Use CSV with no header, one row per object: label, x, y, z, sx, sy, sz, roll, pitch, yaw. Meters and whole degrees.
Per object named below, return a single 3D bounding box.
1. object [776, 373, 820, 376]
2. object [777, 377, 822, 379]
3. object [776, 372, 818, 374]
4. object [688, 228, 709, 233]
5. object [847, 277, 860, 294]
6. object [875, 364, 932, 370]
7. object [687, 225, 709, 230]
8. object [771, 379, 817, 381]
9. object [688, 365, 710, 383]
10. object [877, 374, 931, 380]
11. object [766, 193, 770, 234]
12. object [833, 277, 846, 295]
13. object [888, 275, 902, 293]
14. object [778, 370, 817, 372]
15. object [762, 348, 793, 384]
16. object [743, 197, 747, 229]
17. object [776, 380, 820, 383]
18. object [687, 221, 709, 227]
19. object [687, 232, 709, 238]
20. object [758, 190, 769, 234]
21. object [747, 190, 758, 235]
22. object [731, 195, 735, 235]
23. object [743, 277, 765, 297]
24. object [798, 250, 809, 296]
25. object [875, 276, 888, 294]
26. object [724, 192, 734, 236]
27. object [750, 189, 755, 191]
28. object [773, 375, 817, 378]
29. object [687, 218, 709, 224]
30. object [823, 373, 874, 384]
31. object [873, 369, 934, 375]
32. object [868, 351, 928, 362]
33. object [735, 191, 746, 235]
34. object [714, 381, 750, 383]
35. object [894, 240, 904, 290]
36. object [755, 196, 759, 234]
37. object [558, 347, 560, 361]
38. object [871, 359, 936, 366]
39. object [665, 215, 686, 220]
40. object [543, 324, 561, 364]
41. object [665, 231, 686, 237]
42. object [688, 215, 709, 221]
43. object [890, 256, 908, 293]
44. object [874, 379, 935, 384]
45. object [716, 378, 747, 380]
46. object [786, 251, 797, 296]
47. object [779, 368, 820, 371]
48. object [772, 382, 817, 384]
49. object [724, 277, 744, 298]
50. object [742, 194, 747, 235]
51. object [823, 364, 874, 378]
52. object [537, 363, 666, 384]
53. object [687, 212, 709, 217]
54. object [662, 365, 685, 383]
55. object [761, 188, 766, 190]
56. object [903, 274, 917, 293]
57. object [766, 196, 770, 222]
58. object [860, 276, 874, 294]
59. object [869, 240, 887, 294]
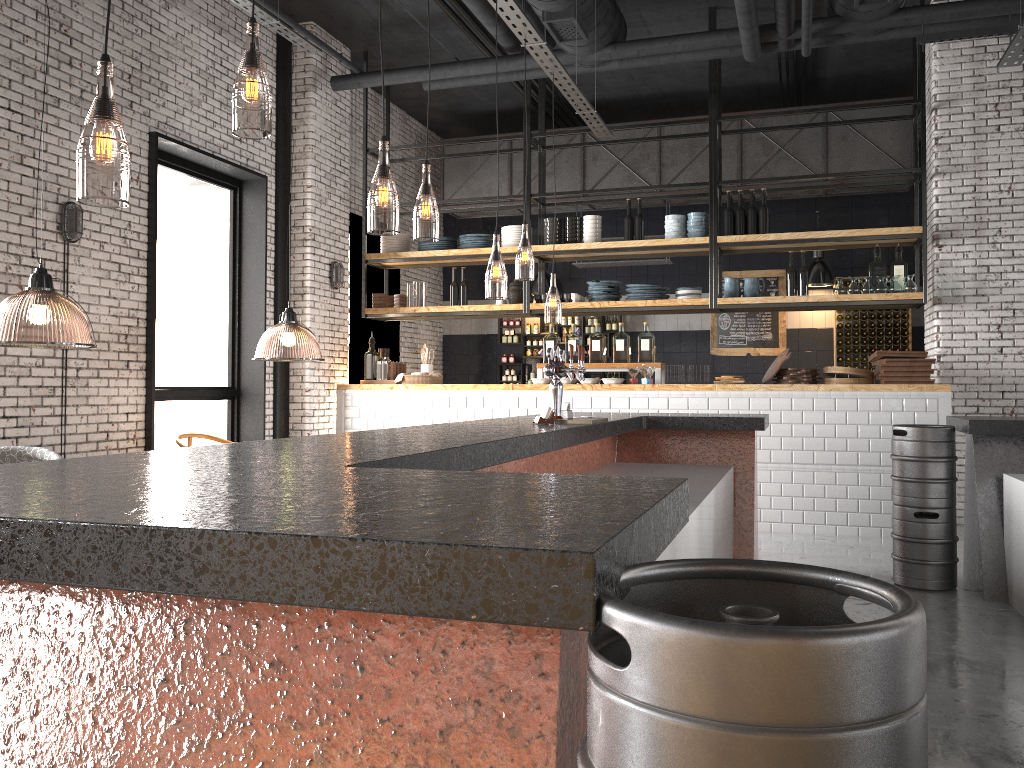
object,2.635,-0.085,8.253,0.458,0.019,0.406,0,0,-29
object,2.646,-0.053,8.252,0.458,0.019,0.406,0,0,-13
object,2.661,-0.101,8.246,0.407,0.019,0.458,0,0,-30
object,1.876,-1.505,8.909,0.218,0.093,0.218,0,-1,1
object,3.209,-0.919,8.334,0.118,0.181,0.118,1,-1,-23
object,3.490,-0.150,7.926,0.405,0.044,0.635,0,0,19
object,1.867,-1.537,8.910,0.218,0.092,0.218,0,-1,8
object,2.653,-0.036,8.249,0.406,0.019,0.458,0,0,-44
object,1.799,-0.098,8.545,0.181,0.168,0.170,0,-1,-2
object,3.489,-0.061,7.924,0.405,0.044,0.635,0,0,21
object,2.490,-1.657,8.753,0.098,0.458,0.098,0,-1,-4
object,3.099,-0.919,8.389,0.118,0.181,0.118,1,-1,-18
object,3.563,-0.919,8.243,0.118,0.181,0.118,0,-1,2
object,2.656,-0.117,8.250,0.406,0.019,0.458,0,0,-39
object,2.450,-0.162,8.204,0.242,0.338,0.488,0,-1,4
object,2.323,-1.656,8.949,0.098,0.458,0.098,-1,-2,40
object,2.671,-0.020,8.235,0.407,0.019,0.458,0,0,-10
object,1.868,-1.569,8.914,0.218,0.092,0.218,0,-1,-36
object,1.871,-1.472,8.908,0.218,0.085,0.218,0,0,-13
object,2.449,-1.658,8.624,0.098,0.458,0.098,0,-1,-4
object,2.346,-1.658,8.658,0.098,0.458,0.098,0,-1,-4
object,2.179,-1.657,8.854,0.098,0.458,0.098,-1,-2,40
object,2.372,-0.942,8.743,0.166,0.230,0.198,0,-1,-11
object,2.833,-1.062,8.628,0.098,0.471,0.098,-1,-2,25
object,3.442,-0.919,8.263,0.118,0.181,0.118,0,-1,-6
object,2.137,-1.658,8.725,0.098,0.458,0.098,-1,-2,40
object,2.347,-1.884,8.663,0.046,0.031,0.046,0,-1,-4
object,2.617,-0.069,8.246,0.407,0.019,0.458,0,0,32
object,1.869,-1.601,8.916,0.218,0.092,0.218,0,-1,-31
object,3.059,-0.044,8.074,0.437,0.097,0.437,0,-1,43
object,3.490,-0.106,7.925,0.405,0.044,0.635,0,0,15
object,3.421,-0.240,7.884,0.406,0.094,0.636,0,0,15
object,2.240,-1.658,8.692,0.098,0.458,0.098,-1,-2,40
object,2.095,-0.021,8.397,0.276,0.019,0.513,0,0,23
object,3.660,-1.101,8.390,0.140,0.550,0.096,0,-2,22
object,2.430,-1.656,8.915,0.098,0.458,0.098,0,-1,-4
object,0.481,-0.288,8.957,0.032,0.164,0.080,0,-1,-11
object,3.490,-0.194,7.927,0.405,0.044,0.635,0,0,12
object,1.661,-1.674,9.006,0.210,0.074,0.210,0,0,23
object,0.410,-0.408,9.068,0.154,0.404,0.154,0,-1,18
object,1.659,-1.501,9.004,0.210,0.069,0.210,0,0,-16
object,1.878,-1.634,8.912,0.218,0.096,0.218,0,-1,2
object,3.661,-1.025,8.392,0.157,0.406,0.105,0,-2,22
object,3.489,-0.017,7.923,0.405,0.044,0.635,0,0,14
object,2.096,-0.047,8.393,0.230,0.016,0.556,0,0,24
object,2.731,-1.062,8.662,0.098,0.471,0.098,0,-1,6
object,2.638,-0.133,8.255,0.458,0.019,0.406,0,0,-25
object,2.657,-0.004,8.246,0.406,0.019,0.458,0,0,-37
object,2.207,-0.942,8.809,0.198,0.230,0.166,0,-1,24
object,2.281,-1.657,8.821,0.098,0.458,0.098,-1,-2,40
object,3.063,-0.111,8.078,0.440,0.154,0.437,0,-1,-25
object,0.892,0.070,8.899,1.250,0.551,0.314,0,-1,18
object,1.874,-1.665,8.917,0.218,0.091,0.218,0,-1,35
object,1.554,-0.098,8.528,0.181,0.168,0.170,0,-1,28
object,2.449,-1.884,8.630,0.046,0.031,0.046,0,-1,10
object,3.663,-0.919,8.155,0.118,0.181,0.118,-1,-2,42
object,2.532,-1.656,8.882,0.098,0.458,0.098,0,-1,-4
object,3.323,-0.919,8.287,0.118,0.181,0.118,1,-1,-39
object,3.478,-1.100,8.438,0.157,0.554,0.105,0,-2,22
